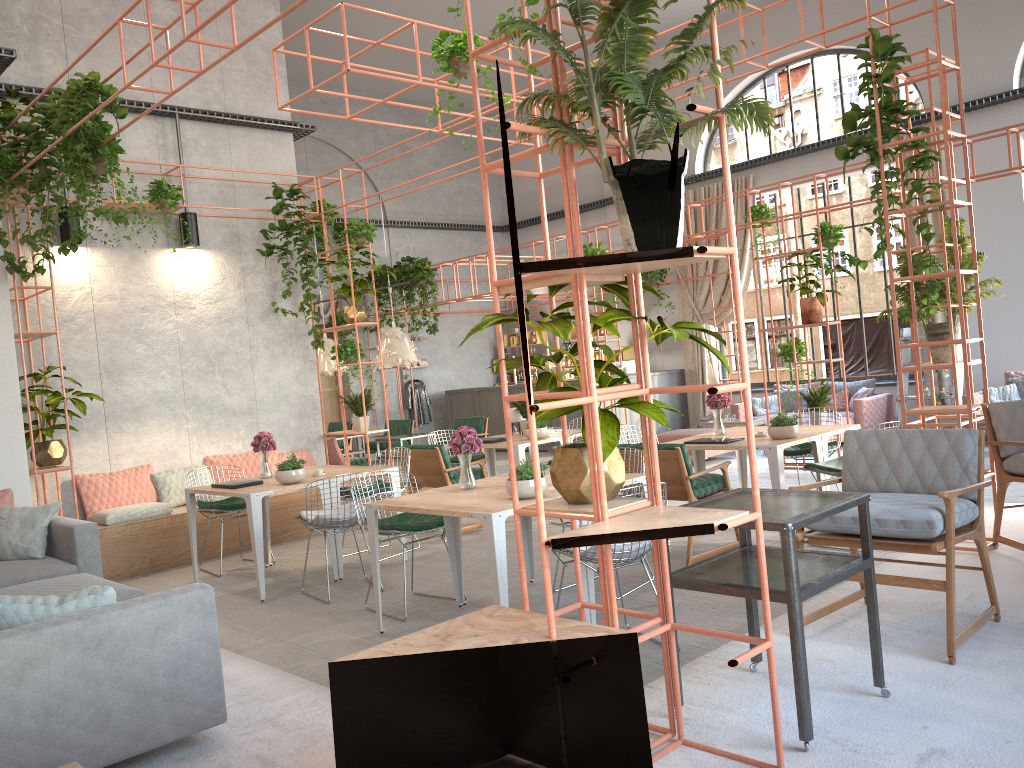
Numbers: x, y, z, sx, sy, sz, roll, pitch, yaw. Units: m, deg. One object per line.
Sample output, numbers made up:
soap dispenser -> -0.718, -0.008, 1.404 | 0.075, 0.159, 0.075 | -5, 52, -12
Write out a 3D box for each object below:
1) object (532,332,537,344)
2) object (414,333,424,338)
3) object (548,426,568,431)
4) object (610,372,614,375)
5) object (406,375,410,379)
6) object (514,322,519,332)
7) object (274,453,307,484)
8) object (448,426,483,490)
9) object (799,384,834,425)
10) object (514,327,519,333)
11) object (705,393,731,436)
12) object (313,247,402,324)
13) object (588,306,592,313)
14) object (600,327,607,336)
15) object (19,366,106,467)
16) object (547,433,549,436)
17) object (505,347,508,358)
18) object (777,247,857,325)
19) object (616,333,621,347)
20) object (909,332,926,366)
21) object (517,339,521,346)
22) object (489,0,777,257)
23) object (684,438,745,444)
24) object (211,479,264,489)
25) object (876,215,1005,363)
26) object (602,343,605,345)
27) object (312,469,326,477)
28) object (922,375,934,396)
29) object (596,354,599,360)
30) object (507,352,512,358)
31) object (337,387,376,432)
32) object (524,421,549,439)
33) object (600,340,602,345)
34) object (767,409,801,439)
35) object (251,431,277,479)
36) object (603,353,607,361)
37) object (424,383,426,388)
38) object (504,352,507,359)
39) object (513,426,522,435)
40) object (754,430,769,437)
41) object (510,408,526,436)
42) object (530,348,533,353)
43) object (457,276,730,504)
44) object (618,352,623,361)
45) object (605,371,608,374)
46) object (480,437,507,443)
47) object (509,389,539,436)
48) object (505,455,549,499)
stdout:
object -> 0.478, -0.970, 18.704 | 0.137, 0.261, 0.137 | -6, 1, -7
object -> -1.904, -0.988, 18.143 | 0.263, 0.101, 0.013 | -7, 2, -43
object -> 0.517, 0.498, 9.927 | 0.218, 0.041, 0.218 | -6, 1, -35
object -> 1.936, -0.247, 17.207 | 0.073, 0.131, 0.073 | -5, 2, 39
object -> -2.109, -0.157, 17.952 | 0.093, 0.121, 0.049 | -7, 2, -41
object -> 0.109, -1.248, 19.171 | 0.134, 0.301, 0.134 | -5, 1, 35
object -> -1.795, 0.682, 7.165 | 0.248, 0.247, 0.254 | -7, 2, -43
object -> -0.296, 0.480, 5.804 | 0.225, 0.414, 0.213 | -5, 2, 39
object -> 3.737, 0.255, 10.840 | 0.438, 0.527, 0.368 | -7, 2, -43
object -> 0.100, -1.152, 18.933 | 0.088, 0.123, 0.088 | -5, 1, 13
object -> 1.822, 0.244, 7.816 | 0.225, 0.414, 0.213 | -5, 2, 39
object -> -1.799, -1.178, 10.383 | 0.934, 0.947, 0.903 | -5, 1, 8
object -> 1.525, -1.395, 17.611 | 0.134, 0.386, 0.134 | -5, 1, 35
object -> 1.792, -1.069, 17.309 | 0.137, 0.261, 0.137 | -6, 1, -7
object -> -4.224, 0.286, 8.031 | 0.934, 0.919, 0.903 | -5, 1, 18
object -> 0.337, 0.516, 9.402 | 0.115, 0.078, 0.115 | -6, 2, -38
object -> -0.133, -0.700, 19.472 | 0.066, 0.291, 0.066 | -6, 1, -4
object -> 3.708, -1.215, 10.793 | 0.923, 0.946, 0.924 | -5, 1, 13
object -> 2.056, -0.854, 17.122 | 0.075, 0.273, 0.075 | -5, 1, 35
object -> 5.919, -0.513, 12.973 | 0.216, 0.500, 0.216 | -6, 1, -11
object -> 0.178, -0.886, 18.938 | 0.123, 0.142, 0.141 | -7, 2, -43
object -> 0.388, -0.967, 2.845 | 0.894, 1.101, 0.900 | -5, 1, 11
object -> 1.668, 0.475, 7.321 | 0.268, 0.031, 0.427 | -7, 2, -43
object -> -2.292, 0.833, 7.394 | 0.268, 0.031, 0.427 | -7, 2, -43
object -> 3.291, -0.715, 6.818 | 0.894, 1.100, 0.900 | -6, 1, -14
object -> 1.792, -0.774, 17.229 | 0.083, 0.159, 0.083 | -6, 1, 1
object -> -1.637, 0.747, 7.525 | 0.115, 0.078, 0.115 | -6, 2, -38
object -> 5.982, 0.025, 12.790 | 0.223, 0.297, 0.223 | -6, 1, -24
object -> 1.684, -0.498, 17.331 | 0.069, 0.191, 0.069 | -6, 1, -31
object -> -0.062, -0.633, 19.389 | 0.115, 0.147, 0.115 | -6, 1, 1
object -> -1.788, 0.296, 10.402 | 0.438, 0.527, 0.368 | -7, 2, -43
object -> 0.244, 0.443, 9.103 | 0.248, 0.247, 0.254 | -7, 2, -43
object -> 1.730, -0.769, 17.295 | 0.083, 0.159, 0.083 | -6, 1, 1
object -> 2.165, 0.323, 7.093 | 0.247, 0.247, 0.252 | -7, 2, -43
object -> -2.173, 0.621, 7.795 | 0.225, 0.414, 0.213 | -5, 2, 39
object -> 1.796, -0.507, 17.212 | 0.069, 0.191, 0.069 | -6, 1, -8
object -> -1.788, 0.061, 18.249 | 0.033, 0.146, 0.070 | -5, 1, 18
object -> -0.157, -0.622, 19.298 | 0.115, 0.147, 0.115 | -6, 1, 1
object -> 0.108, 0.484, 9.994 | 0.210, 0.154, 0.165 | -5, 1, 36
object -> 2.074, 0.411, 7.372 | 0.115, 0.073, 0.115 | -5, 2, 41
object -> 0.059, 0.420, 9.842 | 0.241, 0.313, 0.241 | -6, 1, 2
object -> 0.415, -0.671, 18.690 | 0.083, 0.159, 0.083 | -6, 1, -34
object -> 0.325, -0.030, 3.281 | 0.934, 0.923, 0.903 | -5, 1, 13
object -> 2.099, -0.539, 16.951 | 0.131, 0.207, 0.131 | -6, 1, 2
object -> 1.841, -0.226, 17.225 | 0.115, 0.107, 0.115 | -5, 1, 13
object -> -0.254, 0.594, 9.332 | 0.268, 0.031, 0.427 | -7, 2, -43
object -> 0.180, 0.297, 9.541 | 0.438, 0.527, 0.368 | -7, 2, -43
object -> 0.078, 0.541, 5.178 | 0.247, 0.247, 0.252 | -7, 2, -43
